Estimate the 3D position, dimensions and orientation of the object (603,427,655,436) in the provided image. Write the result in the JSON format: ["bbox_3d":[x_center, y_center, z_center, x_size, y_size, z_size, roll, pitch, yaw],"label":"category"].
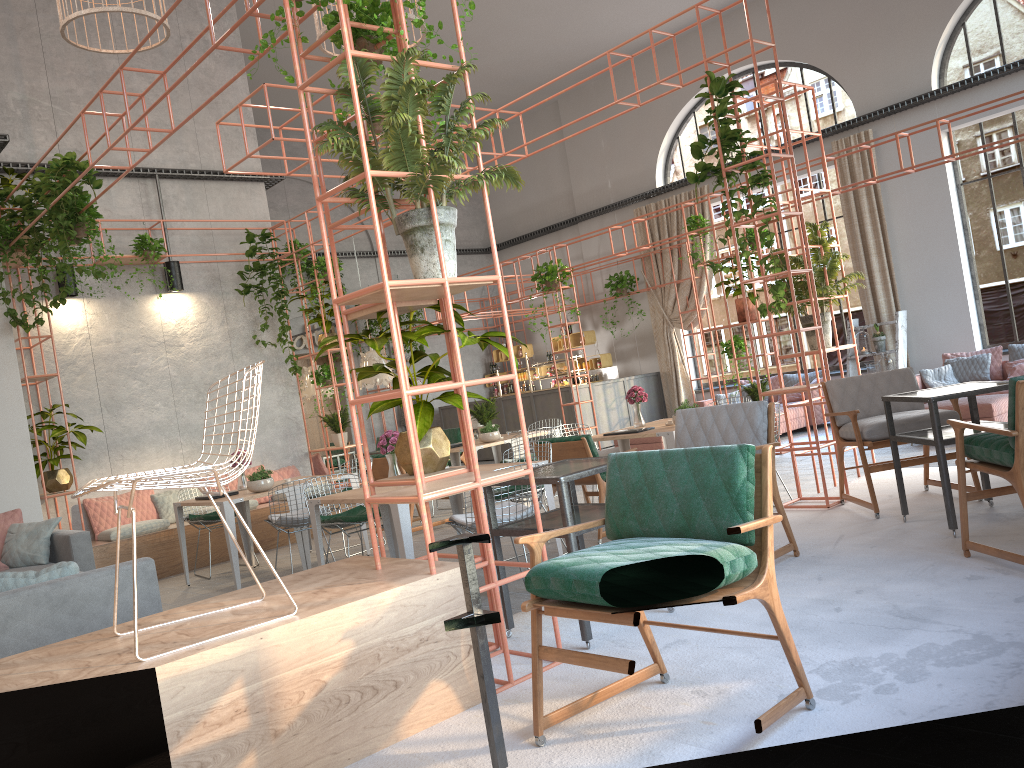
[{"bbox_3d":[1.094,0.451,8.301,0.268,0.031,0.427,-9,0,-42],"label":"object"}]

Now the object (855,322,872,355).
[{"bbox_3d":[5.462,-0.716,13.828,0.216,0.500,0.216,-9,0,-9],"label":"object"}]

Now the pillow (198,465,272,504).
[{"bbox_3d":[-3.431,1.300,10.924,0.839,0.474,0.276,-9,0,-21],"label":"pillow"}]

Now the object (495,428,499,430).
[{"bbox_3d":[-0.202,0.594,10.886,0.095,0.119,0.095,-9,0,-17],"label":"object"}]

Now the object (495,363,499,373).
[{"bbox_3d":[-0.364,-0.392,20.525,0.066,0.291,0.066,-9,0,-2],"label":"object"}]

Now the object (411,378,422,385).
[{"bbox_3d":[-2.085,-0.048,19.273,0.219,0.149,0.129,-9,0,-42],"label":"object"}]

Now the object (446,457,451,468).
[{"bbox_3d":[-0.560,0.585,6.211,0.247,0.247,0.252,-9,0,-42],"label":"object"}]

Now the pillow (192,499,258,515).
[{"bbox_3d":[-3.378,1.480,10.437,0.637,0.149,0.491,-9,0,-41],"label":"pillow"}]

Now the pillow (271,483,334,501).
[{"bbox_3d":[-2.628,1.358,11.112,0.637,0.149,0.491,-9,0,-41],"label":"pillow"}]

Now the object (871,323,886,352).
[{"bbox_3d":[5.633,-0.721,13.632,0.212,0.457,0.217,-9,0,-25],"label":"object"}]

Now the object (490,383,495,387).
[{"bbox_3d":[-0.449,-0.050,20.460,0.131,0.207,0.131,-9,0,3],"label":"object"}]

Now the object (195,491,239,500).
[{"bbox_3d":[-2.830,1.070,8.497,0.268,0.031,0.427,-9,0,-42],"label":"object"}]

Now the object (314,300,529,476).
[{"bbox_3d":[-0.416,-0.034,4.318,0.934,0.923,0.903,-9,0,15],"label":"object"}]

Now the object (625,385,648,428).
[{"bbox_3d":[1.250,0.220,8.795,0.225,0.414,0.213,-9,0,41],"label":"object"}]

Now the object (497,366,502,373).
[{"bbox_3d":[-0.292,-0.331,20.438,0.115,0.147,0.115,-9,0,3],"label":"object"}]

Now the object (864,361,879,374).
[{"bbox_3d":[5.554,-0.186,13.633,0.223,0.297,0.223,-9,0,-22],"label":"object"}]

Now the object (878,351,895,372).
[{"bbox_3d":[5.675,-0.274,13.434,0.216,0.430,0.219,-9,0,42],"label":"object"}]

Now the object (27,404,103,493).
[{"bbox_3d":[-4.770,0.662,9.208,0.934,0.919,0.903,-9,0,20],"label":"object"}]

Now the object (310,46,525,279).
[{"bbox_3d":[-0.429,-0.981,3.898,0.894,1.101,0.900,-9,0,13],"label":"object"}]

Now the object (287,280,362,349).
[{"bbox_3d":[-2.367,-0.917,11.506,0.934,0.947,0.903,-9,0,10],"label":"object"}]

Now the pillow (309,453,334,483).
[{"bbox_3d":[-2.832,1.206,12.310,0.839,0.474,0.276,-9,0,39],"label":"pillow"}]

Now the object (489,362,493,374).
[{"bbox_3d":[-0.482,-0.373,20.421,0.066,0.291,0.066,-9,0,18],"label":"object"}]

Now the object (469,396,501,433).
[{"bbox_3d":[-0.325,0.410,10.572,0.438,0.527,0.368,-9,0,-42],"label":"object"}]

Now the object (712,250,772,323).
[{"bbox_3d":[3.137,-1.308,11.736,0.923,0.946,0.924,-9,0,14],"label":"object"}]

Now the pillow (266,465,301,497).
[{"bbox_3d":[-2.963,1.273,11.368,0.289,0.385,0.666,-9,0,44],"label":"pillow"}]

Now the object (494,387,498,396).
[{"bbox_3d":[-0.363,0.180,20.364,0.070,0.209,0.070,-9,0,39],"label":"object"}]

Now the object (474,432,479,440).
[{"bbox_3d":[-0.370,0.609,11.023,0.210,0.154,0.165,-9,0,38],"label":"object"}]

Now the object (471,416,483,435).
[{"bbox_3d":[-0.428,0.546,10.874,0.241,0.313,0.241,-9,0,3],"label":"object"}]

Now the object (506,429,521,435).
[{"bbox_3d":[0.037,0.595,10.942,0.218,0.041,0.218,-9,0,-33],"label":"object"}]

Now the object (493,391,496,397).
[{"bbox_3d":[-0.405,0.227,20.436,0.073,0.131,0.073,-9,0,-17],"label":"object"}]

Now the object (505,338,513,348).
[{"bbox_3d":[-0.076,-1.017,20.060,0.134,0.386,0.134,-9,0,-8],"label":"object"}]

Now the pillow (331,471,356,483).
[{"bbox_3d":[-2.560,1.349,12.670,0.491,0.149,0.637,-9,0,-41],"label":"pillow"}]

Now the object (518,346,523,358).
[{"bbox_3d":[0.201,-0.715,19.743,0.137,0.261,0.137,-9,0,-6],"label":"object"}]

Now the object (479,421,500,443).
[{"bbox_3d":[-0.267,0.544,10.129,0.248,0.247,0.254,-9,0,-42],"label":"object"}]

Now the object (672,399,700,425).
[{"bbox_3d":[1.572,0.263,8.060,0.247,0.247,0.252,-9,0,-42],"label":"object"}]

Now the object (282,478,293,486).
[{"bbox_3d":[-2.177,0.943,8.608,0.115,0.078,0.115,-9,0,-36],"label":"object"}]

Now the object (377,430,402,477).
[{"bbox_3d":[-0.916,0.559,6.849,0.225,0.414,0.213,-9,0,41],"label":"object"}]

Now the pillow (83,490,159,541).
[{"bbox_3d":[-4.405,1.458,10.106,0.276,0.474,0.839,-9,0,39],"label":"pillow"}]

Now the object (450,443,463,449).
[{"bbox_3d":[-0.746,0.731,10.371,0.268,0.031,0.427,-9,0,-42],"label":"object"}]

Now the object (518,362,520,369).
[{"bbox_3d":[0.157,-0.412,19.726,0.083,0.159,0.083,-9,0,-32],"label":"object"}]

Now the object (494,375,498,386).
[{"bbox_3d":[-0.360,-0.091,20.335,0.072,0.248,0.094,-9,0,-42],"label":"object"}]

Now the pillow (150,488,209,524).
[{"bbox_3d":[-3.909,1.427,10.517,0.289,0.385,0.666,-9,0,44],"label":"pillow"}]

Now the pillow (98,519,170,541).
[{"bbox_3d":[-4.152,1.605,9.741,0.637,0.149,0.491,-9,0,-41],"label":"pillow"}]

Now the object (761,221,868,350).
[{"bbox_3d":[2.619,-0.851,7.768,0.894,1.100,0.900,-9,0,-12],"label":"object"}]

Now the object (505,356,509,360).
[{"bbox_3d":[-0.084,-0.608,19.985,0.123,0.142,0.141,-9,0,-42],"label":"object"}]

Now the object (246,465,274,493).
[{"bbox_3d":[-2.351,0.882,8.255,0.248,0.247,0.254,-9,0,-42],"label":"object"}]

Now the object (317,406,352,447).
[{"bbox_3d":[-2.259,0.552,11.497,0.438,0.527,0.368,-9,0,-42],"label":"object"}]

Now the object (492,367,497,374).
[{"bbox_3d":[-0.389,-0.315,20.351,0.115,0.147,0.115,-9,0,3],"label":"object"}]

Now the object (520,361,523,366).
[{"bbox_3d":[0.217,-0.422,19.657,0.083,0.159,0.083,-9,0,-32],"label":"object"}]

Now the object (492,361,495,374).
[{"bbox_3d":[-0.425,-0.382,20.473,0.066,0.291,0.066,-9,0,-35],"label":"object"}]

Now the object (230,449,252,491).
[{"bbox_3d":[-2.711,0.858,8.898,0.225,0.414,0.213,-9,0,41],"label":"object"}]

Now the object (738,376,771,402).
[{"bbox_3d":[3.264,0.157,11.753,0.438,0.527,0.368,-9,0,-42],"label":"object"}]

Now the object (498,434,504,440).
[{"bbox_3d":[-0.160,0.615,10.423,0.115,0.078,0.115,-9,0,-36],"label":"object"}]

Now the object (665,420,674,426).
[{"bbox_3d":[1.497,0.361,8.340,0.115,0.073,0.115,-9,0,43],"label":"object"}]
